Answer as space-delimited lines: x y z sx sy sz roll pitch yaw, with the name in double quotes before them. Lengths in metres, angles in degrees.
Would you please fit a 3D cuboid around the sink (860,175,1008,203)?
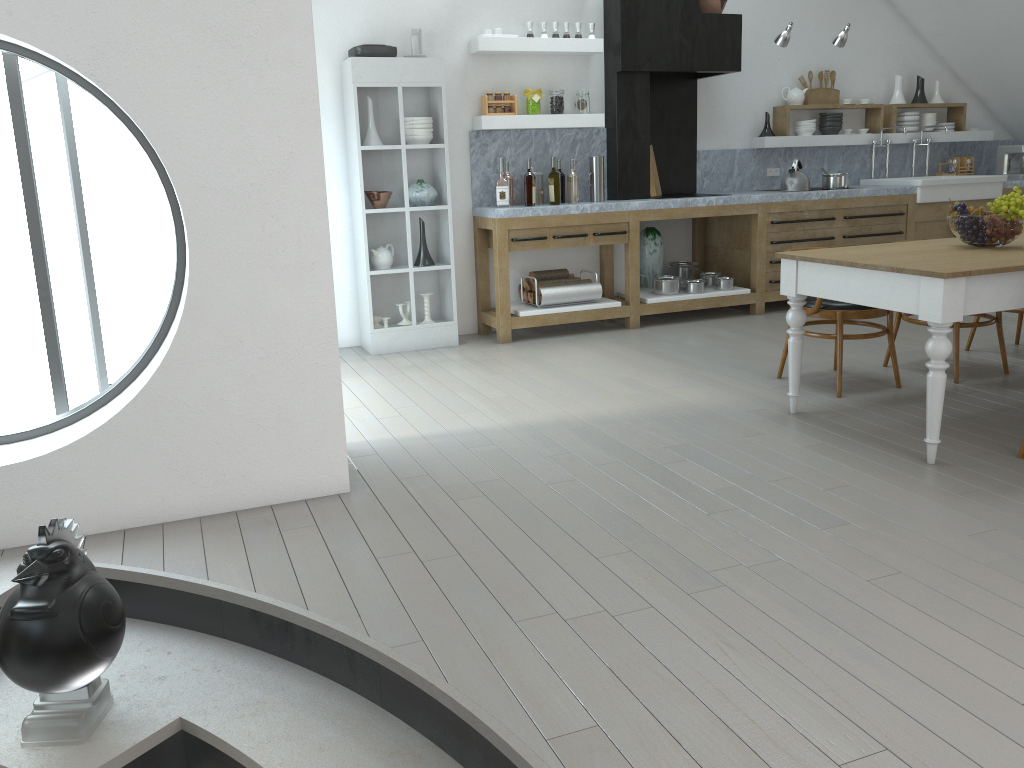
"sink" 3.805 -1.770 8.036 1.022 0.201 0.731 -7 15 -21

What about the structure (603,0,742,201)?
"structure" 1.191 -2.460 7.124 1.077 1.873 0.784 -7 13 -21

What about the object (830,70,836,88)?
"object" 2.913 -2.704 8.086 0.068 0.296 0.039 -7 13 -21

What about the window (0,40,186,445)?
"window" -1.952 -0.495 3.184 1.472 1.461 0.105 -7 13 -21

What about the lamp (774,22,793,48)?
"lamp" 2.117 -2.722 6.925 0.115 0.177 0.165 -3 13 -3

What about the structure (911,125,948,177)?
"structure" 3.952 -2.155 8.328 0.215 0.526 0.333 -13 16 -39

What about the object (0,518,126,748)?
"object" -1.206 0.636 2.368 0.321 0.559 0.322 9 17 41

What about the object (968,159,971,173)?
"object" 4.519 -2.126 8.767 0.022 0.195 0.019 -7 13 -20

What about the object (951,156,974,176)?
"object" 4.455 -2.135 8.768 0.200 0.221 0.104 -7 13 -21

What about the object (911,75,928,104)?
"object" 3.889 -2.804 8.446 0.156 0.266 0.157 -6 13 -16

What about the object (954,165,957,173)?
"object" 4.325 -2.085 8.666 0.020 0.177 0.044 -11 15 -35

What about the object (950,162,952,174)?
"object" 4.288 -2.081 8.657 0.019 0.177 0.044 6 15 33

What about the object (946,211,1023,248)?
"object" 2.239 -0.723 4.172 0.361 0.158 0.361 -14 18 -39

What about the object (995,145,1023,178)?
"object" 4.996 -2.165 8.631 0.325 0.318 0.388 -7 14 -21

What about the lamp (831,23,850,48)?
"lamp" 2.655 -2.795 7.124 0.112 0.175 0.169 -9 15 -28

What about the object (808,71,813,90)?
"object" 2.705 -2.683 8.025 0.055 0.297 0.028 -7 13 -21

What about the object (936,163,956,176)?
"object" 4.253 -2.081 8.685 0.173 0.170 0.101 -7 13 -19

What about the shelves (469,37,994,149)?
"shelves" 2.171 -2.727 7.612 5.559 1.353 0.482 -9 14 -26

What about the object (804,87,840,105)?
"object" 2.822 -2.617 8.075 0.354 0.156 0.084 -7 14 -21

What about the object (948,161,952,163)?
"object" 4.298 -2.104 8.697 0.040 0.191 0.042 1 13 16

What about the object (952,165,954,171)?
"object" 4.309 -2.095 8.670 0.018 0.195 0.023 -8 14 -26

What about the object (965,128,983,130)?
"object" 4.535 -2.511 8.762 0.214 0.025 0.214 -11 16 -33

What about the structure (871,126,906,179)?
"structure" 3.498 -2.096 8.156 0.215 0.526 0.333 -13 16 -39

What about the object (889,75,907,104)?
"object" 3.643 -2.773 8.356 0.156 0.266 0.157 -10 15 -32

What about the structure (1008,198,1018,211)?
"structure" 4.693 -1.383 8.458 0.725 0.818 0.601 -7 14 -21

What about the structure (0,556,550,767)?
"structure" -1.824 1.516 0.764 4.712 0.689 4.736 4 15 23

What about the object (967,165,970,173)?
"object" 4.511 -2.124 8.760 0.018 0.195 0.020 -2 12 1

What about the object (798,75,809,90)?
"object" 2.672 -2.660 8.014 0.199 0.257 0.016 -5 12 -10

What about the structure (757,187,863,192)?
"structure" 2.553 -1.661 7.661 0.738 0.041 0.651 -7 15 -20

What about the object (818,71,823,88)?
"object" 2.816 -2.696 8.067 0.061 0.297 0.040 -7 13 -23

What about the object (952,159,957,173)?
"object" 4.316 -2.094 8.653 0.040 0.191 0.042 1 13 15

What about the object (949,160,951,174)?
"object" 4.286 -2.095 8.674 0.022 0.195 0.019 -10 14 -32

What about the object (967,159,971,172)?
"object" 4.501 -2.124 8.746 0.040 0.191 0.042 5 14 28

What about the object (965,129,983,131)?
"object" 4.535 -2.502 8.764 0.214 0.025 0.214 -11 16 -33

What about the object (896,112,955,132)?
"object" 3.982 -2.515 8.525 0.657 0.195 0.199 -7 14 -21

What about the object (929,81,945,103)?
"object" 4.095 -2.809 8.539 0.156 0.217 0.156 -13 16 -39

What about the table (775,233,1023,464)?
"table" 3.029 -0.345 4.502 3.352 0.794 1.024 -7 14 -21

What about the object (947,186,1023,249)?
"object" 2.233 -0.777 4.130 0.394 0.282 0.294 6 15 32

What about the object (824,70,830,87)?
"object" 2.855 -2.696 8.061 0.057 0.297 0.019 -7 13 -21

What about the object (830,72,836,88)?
"object" 2.941 -2.712 8.116 0.057 0.292 0.030 -7 13 -21

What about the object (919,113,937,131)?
"object" 3.992 -2.512 8.503 0.158 0.159 0.155 -1 13 7
